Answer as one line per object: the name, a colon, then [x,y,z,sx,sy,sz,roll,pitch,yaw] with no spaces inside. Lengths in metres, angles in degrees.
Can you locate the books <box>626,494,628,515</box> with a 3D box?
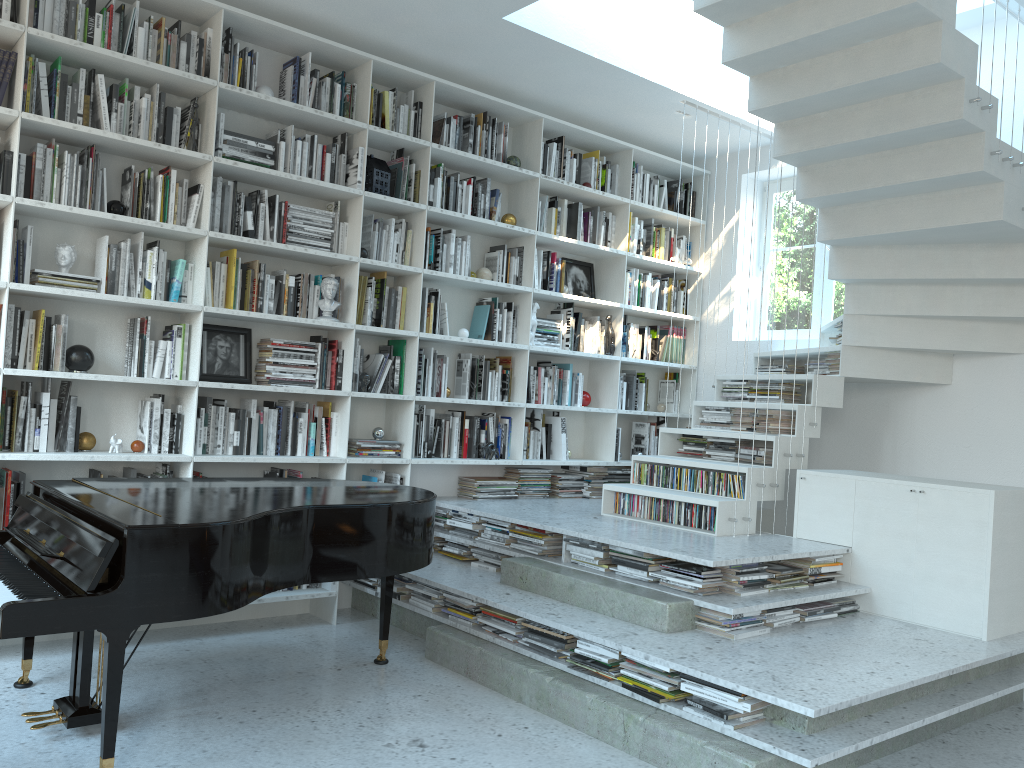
books: [0.714,0.704,5.191,0.125,0.125,0.009,5,-1,-39]

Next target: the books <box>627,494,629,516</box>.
books: [0.719,0.704,5.184,0.125,0.125,0.007,5,-1,-39]

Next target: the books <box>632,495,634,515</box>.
books: [0.743,0.705,5.154,0.125,0.125,0.008,5,-1,-39]

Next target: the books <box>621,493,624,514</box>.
books: [0.693,0.703,5.216,0.125,0.125,0.008,5,-1,-39]

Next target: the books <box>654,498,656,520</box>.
books: [0.851,0.708,5.023,0.125,0.125,0.008,5,-1,-39]

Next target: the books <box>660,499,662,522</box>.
books: [0.879,0.709,4.988,0.125,0.125,0.007,5,-1,-39]

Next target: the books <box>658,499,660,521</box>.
books: [0.870,0.709,5.000,0.125,0.125,0.007,5,-1,-39]

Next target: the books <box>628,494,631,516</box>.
books: [0.728,0.704,5.173,0.125,0.125,0.008,5,-1,-39]

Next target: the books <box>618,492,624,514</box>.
books: [0.673,0.703,5.240,0.125,0.125,0.009,5,-1,-39]

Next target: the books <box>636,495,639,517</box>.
books: [0.767,0.706,5.126,0.125,0.125,0.008,5,-1,-39]

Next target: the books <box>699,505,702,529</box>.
books: [1.054,0.714,4.775,0.125,0.125,0.010,5,-1,-39]

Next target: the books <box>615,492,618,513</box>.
books: [0.662,0.702,5.254,0.125,0.125,0.008,5,-1,-39]

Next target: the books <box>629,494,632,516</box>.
books: [0.733,0.705,5.167,0.125,0.125,0.008,5,-1,-39]

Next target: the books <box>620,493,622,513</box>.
books: [0.683,0.703,5.228,0.125,0.125,0.007,5,-1,-39]

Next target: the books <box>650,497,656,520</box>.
books: [0.831,0.708,5.047,0.125,0.125,0.008,5,-1,-39]

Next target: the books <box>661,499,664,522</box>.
books: [0.885,0.709,4.982,0.125,0.125,0.010,5,-1,-39]

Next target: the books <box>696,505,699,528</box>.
books: [1.040,0.714,4.792,0.125,0.125,0.008,5,-1,-39]

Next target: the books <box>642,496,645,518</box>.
books: [0.797,0.707,5.089,0.125,0.125,0.008,5,-1,-39]

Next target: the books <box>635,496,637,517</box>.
books: [0.762,0.705,5.131,0.125,0.125,0.008,5,-1,-39]

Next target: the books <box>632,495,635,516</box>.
books: [0.748,0.705,5.149,0.125,0.125,0.007,5,-1,-39]

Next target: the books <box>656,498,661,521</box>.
books: [0.860,0.708,5.012,0.125,0.125,0.007,5,-1,-39]

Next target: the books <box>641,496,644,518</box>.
books: [0.792,0.706,5.095,0.125,0.125,0.007,5,-1,-39]

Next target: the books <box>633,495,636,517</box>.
books: [0.753,0.705,5.143,0.125,0.125,0.007,5,-1,-39]

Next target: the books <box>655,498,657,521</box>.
books: [0.855,0.708,5.018,0.125,0.125,0.009,5,-1,-39]

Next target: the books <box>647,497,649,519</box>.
books: [0.816,0.707,5.065,0.125,0.125,0.008,5,-1,-39]

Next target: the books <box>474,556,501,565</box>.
books: [-0.074,0.987,4.980,0.161,0.012,0.254,5,-2,-38]

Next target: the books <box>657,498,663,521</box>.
books: [0.865,0.709,5.006,0.125,0.125,0.008,5,-1,-39]

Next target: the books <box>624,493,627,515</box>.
books: [0.703,0.704,5.203,0.125,0.125,0.007,5,-1,-39]

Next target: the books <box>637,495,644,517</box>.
books: [0.772,0.706,5.120,0.125,0.125,0.007,5,-1,-39]

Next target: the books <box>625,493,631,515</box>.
books: [0.709,0.704,5.196,0.125,0.125,0.009,5,-1,-39]

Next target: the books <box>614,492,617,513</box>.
books: [0.657,0.702,5.259,0.125,0.125,0.008,5,-1,-39]

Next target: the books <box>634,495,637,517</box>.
books: [0.758,0.705,5.137,0.125,0.125,0.007,5,-1,-39]

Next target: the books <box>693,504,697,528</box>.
books: [1.028,0.714,4.807,0.125,0.125,0.010,5,-1,-39]

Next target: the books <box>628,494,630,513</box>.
books: [0.724,0.704,5.178,0.125,0.125,0.008,5,-1,-39]

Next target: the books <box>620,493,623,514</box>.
books: [0.688,0.703,5.222,0.125,0.125,0.008,5,-1,-39]

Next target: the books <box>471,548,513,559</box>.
books: [-0.083,0.945,4.972,0.181,0.017,0.250,5,-2,-42]

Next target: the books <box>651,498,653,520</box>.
books: [0.836,0.708,5.041,0.125,0.125,0.009,5,-1,-39]

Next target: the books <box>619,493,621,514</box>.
books: [0.679,0.703,5.233,0.125,0.125,0.007,5,-1,-39]

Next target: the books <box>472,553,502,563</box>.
books: [-0.077,0.972,4.977,0.156,0.017,0.263,5,-2,-43]

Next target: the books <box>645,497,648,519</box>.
books: [0.811,0.707,5.072,0.125,0.125,0.007,5,-1,-39]

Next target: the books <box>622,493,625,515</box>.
books: [0.698,0.704,5.210,0.125,0.125,0.010,5,-1,-39]

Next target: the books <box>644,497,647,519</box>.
books: [0.806,0.707,5.078,0.125,0.125,0.008,5,-1,-39]

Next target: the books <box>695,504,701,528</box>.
books: [1.035,0.714,4.798,0.125,0.125,0.010,5,-1,-39]

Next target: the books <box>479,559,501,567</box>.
books: [-0.070,1.000,4.984,0.138,0.014,0.214,5,-2,-35]

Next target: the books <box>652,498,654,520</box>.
books: [0.841,0.708,5.035,0.125,0.125,0.008,5,-1,-39]

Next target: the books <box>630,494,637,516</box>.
books: [0.738,0.705,5.161,0.125,0.125,0.008,5,-1,-39]

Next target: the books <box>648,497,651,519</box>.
books: [0.826,0.707,5.053,0.125,0.125,0.008,5,-1,-39]

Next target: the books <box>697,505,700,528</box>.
books: [1.047,0.714,4.784,0.125,0.125,0.012,5,-1,-39]

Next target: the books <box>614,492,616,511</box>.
books: [0.652,0.702,5.266,0.125,0.125,0.007,5,-1,-39]

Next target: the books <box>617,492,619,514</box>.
books: [0.668,0.703,5.247,0.125,0.125,0.010,5,-1,-39]

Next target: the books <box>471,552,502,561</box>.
books: [-0.080,0.959,4.975,0.178,0.009,0.276,5,-2,-38]

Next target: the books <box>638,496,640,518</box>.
books: [0.777,0.706,5.114,0.125,0.125,0.008,5,-1,-39]

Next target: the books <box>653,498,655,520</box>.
books: [0.846,0.708,5.029,0.125,0.125,0.007,5,-1,-39]

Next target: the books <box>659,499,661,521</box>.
books: [0.875,0.709,4.994,0.125,0.125,0.007,5,-1,-39]

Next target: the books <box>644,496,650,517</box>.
books: [0.802,0.707,5.083,0.125,0.125,0.008,5,-1,-39]

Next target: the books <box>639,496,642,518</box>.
books: [0.782,0.706,5.108,0.125,0.125,0.009,5,-1,-39]

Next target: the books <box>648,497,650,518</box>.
books: [0.822,0.707,5.059,0.125,0.125,0.008,5,-1,-39]

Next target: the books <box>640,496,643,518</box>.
books: [0.787,0.706,5.101,0.125,0.125,0.007,5,-1,-39]
